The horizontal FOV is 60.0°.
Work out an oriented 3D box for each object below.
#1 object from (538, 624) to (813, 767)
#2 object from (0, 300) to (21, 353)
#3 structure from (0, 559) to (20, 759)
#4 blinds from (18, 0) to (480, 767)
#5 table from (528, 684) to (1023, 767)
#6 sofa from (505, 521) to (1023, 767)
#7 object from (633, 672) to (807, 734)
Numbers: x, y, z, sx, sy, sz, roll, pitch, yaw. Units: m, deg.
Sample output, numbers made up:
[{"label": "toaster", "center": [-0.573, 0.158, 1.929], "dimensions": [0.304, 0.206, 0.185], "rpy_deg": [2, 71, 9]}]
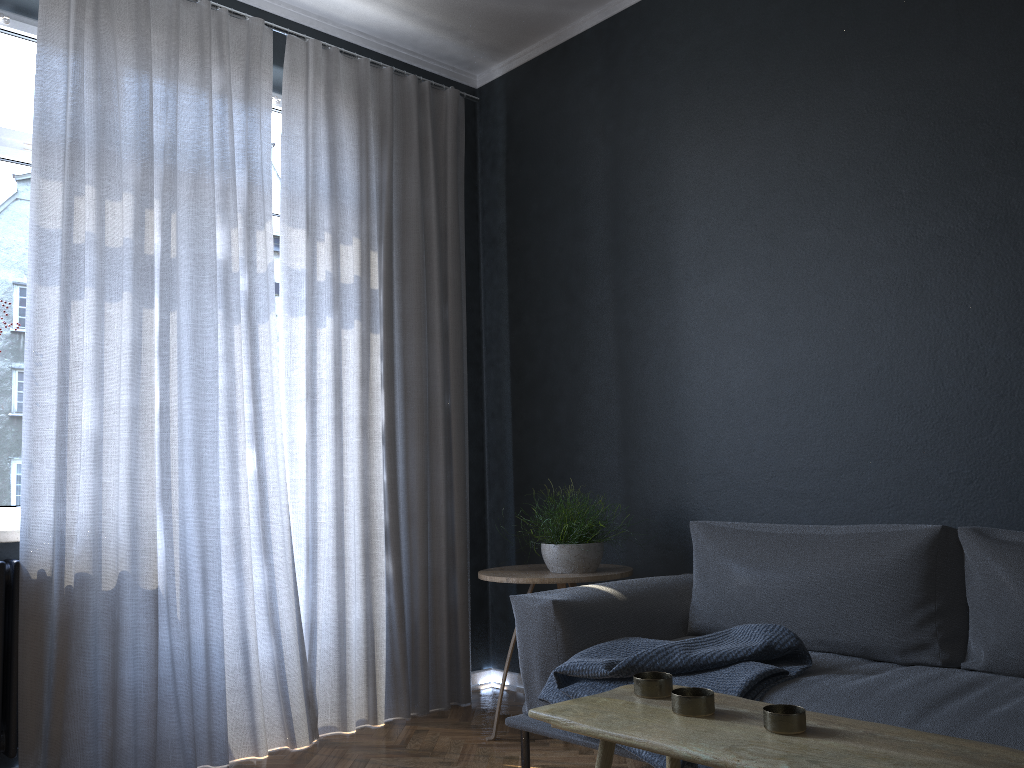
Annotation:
[{"label": "object", "center": [0.455, 0.832, 2.462], "dimensions": [0.490, 0.328, 0.667], "rpy_deg": [3, -8, -37]}, {"label": "object", "center": [-1.881, 0.051, 2.704], "dimensions": [0.599, 0.808, 0.515], "rpy_deg": [-4, -6, 21]}, {"label": "structure", "center": [-2.169, 0.815, 2.305], "dimensions": [1.847, 0.599, 0.216], "rpy_deg": [4, -8, -42]}, {"label": "blinds", "center": [-1.642, -0.099, 2.822], "dimensions": [3.995, 2.784, 0.313], "rpy_deg": [4, -8, -42]}, {"label": "table", "center": [0.402, 0.805, 1.341], "dimensions": [0.339, 0.549, 0.788], "rpy_deg": [4, -8, -42]}, {"label": "sofa", "center": [1.069, 0.766, 2.249], "dimensions": [0.970, 0.797, 2.343], "rpy_deg": [4, -9, -43]}, {"label": "object", "center": [0.323, 0.533, 1.487], "dimensions": [0.103, 0.033, 0.369], "rpy_deg": [3, -8, -32]}]
